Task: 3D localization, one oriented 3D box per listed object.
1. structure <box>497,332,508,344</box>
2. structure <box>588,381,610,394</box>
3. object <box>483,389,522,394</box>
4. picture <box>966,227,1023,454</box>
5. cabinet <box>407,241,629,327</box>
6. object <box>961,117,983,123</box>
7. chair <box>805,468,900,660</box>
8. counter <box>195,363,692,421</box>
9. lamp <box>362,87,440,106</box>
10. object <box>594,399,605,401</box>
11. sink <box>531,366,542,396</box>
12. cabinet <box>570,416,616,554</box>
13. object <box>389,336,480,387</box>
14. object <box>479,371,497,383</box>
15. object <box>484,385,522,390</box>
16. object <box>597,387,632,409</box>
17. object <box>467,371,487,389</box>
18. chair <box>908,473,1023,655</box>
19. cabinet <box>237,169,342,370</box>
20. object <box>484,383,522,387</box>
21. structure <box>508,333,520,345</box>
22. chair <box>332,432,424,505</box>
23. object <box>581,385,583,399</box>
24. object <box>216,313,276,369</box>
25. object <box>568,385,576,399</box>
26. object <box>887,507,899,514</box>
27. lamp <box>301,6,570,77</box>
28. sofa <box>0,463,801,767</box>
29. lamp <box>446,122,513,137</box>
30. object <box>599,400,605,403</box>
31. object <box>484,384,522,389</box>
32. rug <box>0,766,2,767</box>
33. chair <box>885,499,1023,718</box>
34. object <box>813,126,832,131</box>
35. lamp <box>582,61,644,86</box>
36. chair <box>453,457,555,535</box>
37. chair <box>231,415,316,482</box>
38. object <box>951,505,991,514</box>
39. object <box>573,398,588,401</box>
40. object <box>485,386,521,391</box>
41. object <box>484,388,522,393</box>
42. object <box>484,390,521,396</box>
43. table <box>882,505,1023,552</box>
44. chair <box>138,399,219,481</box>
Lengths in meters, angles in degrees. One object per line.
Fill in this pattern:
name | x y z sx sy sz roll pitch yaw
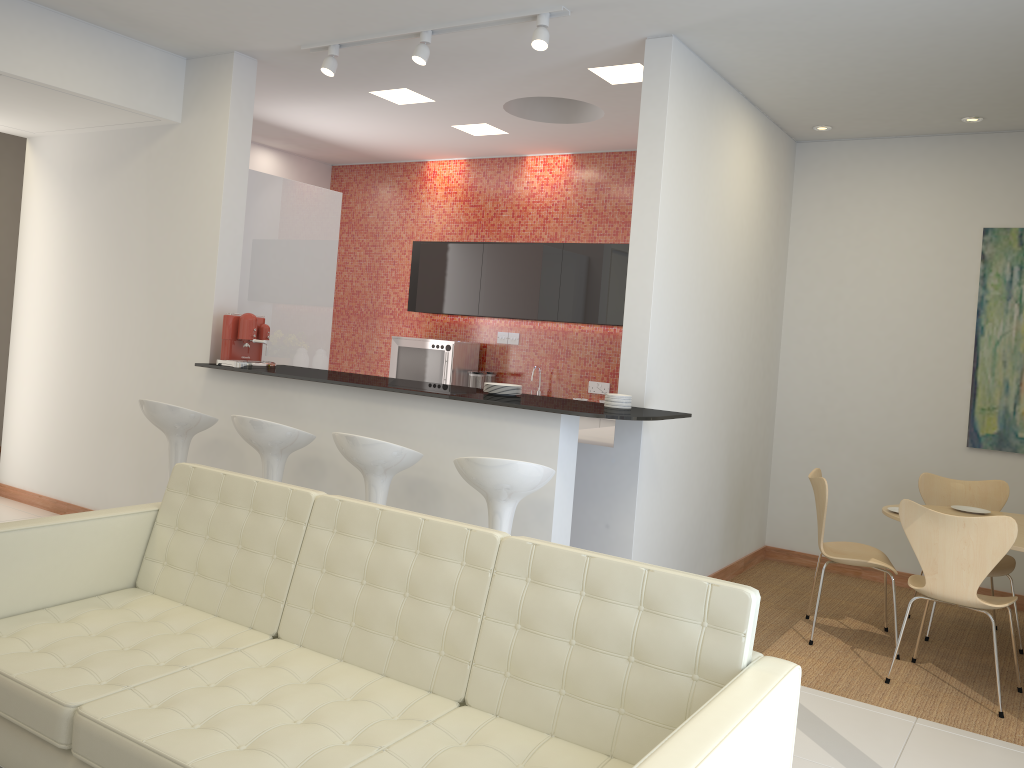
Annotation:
structure | -0.086 -0.423 8.117 0.114 0.104 0.013 6 0 32
structure | 0.743 0.034 7.566 0.198 0.099 0.016 6 1 32
object | -0.052 0.044 4.852 0.210 0.015 0.210 4 3 -14
picture | 3.897 -0.236 5.590 1.743 1.507 0.020 6 0 32
cabinet | 0.501 -0.856 7.571 3.250 0.659 0.351 6 1 32
object | 3.023 -1.736 5.816 0.129 0.010 0.129 4 3 -13
chair | 1.908 0.975 4.987 0.516 0.907 0.521 5 1 16
counter | -0.525 0.020 5.009 2.971 0.019 0.734 6 4 32
lamp | -0.791 -2.092 6.396 0.409 0.034 0.408 6 4 32
object | 0.777 0.132 7.297 0.233 0.009 0.008 3 2 -28
sink | 0.167 0.109 7.649 0.810 0.537 0.416 6 1 32
cabinet | -0.227 0.671 6.691 3.343 0.984 2.491 6 3 32
object | -0.731 -0.177 8.190 0.724 0.471 0.435 6 2 32
object | -0.227 -0.006 8.080 0.171 0.215 0.172 4 1 -39
object | -0.050 0.023 4.852 0.210 0.015 0.210 4 3 -14
object | 0.535 0.069 4.584 0.173 0.097 0.140 6 2 25
object | -0.317 -0.001 7.863 0.171 0.215 0.172 4 1 -39
chair | 2.683 1.024 5.226 0.522 0.907 0.515 5 1 12
cabinet | -2.359 -0.272 6.721 1.641 2.524 1.055 5 0 32
object | -0.049 0.009 4.852 0.210 0.015 0.210 4 3 -14
structure | 0.015 -0.412 8.056 0.114 0.104 0.008 6 0 32
chair | -0.684 0.743 4.346 0.458 1.021 0.463 5 0 43
object | 0.576 0.106 7.320 0.009 0.195 0.140 5 1 2
object | -1.589 -0.269 5.493 0.321 0.337 0.320 5 2 32
object | 0.514 0.103 7.305 0.011 0.178 0.164 5 1 -44
object | 2.205 0.715 4.932 0.210 0.015 0.211 2 4 -36
lamp | -0.508 -1.875 4.921 1.826 0.199 0.112 6 1 32
sofa | -0.598 0.884 2.600 2.571 0.922 0.999 6 2 32
lamp | -0.259 -2.094 7.237 0.409 0.034 0.408 6 4 32
object | 0.779 0.178 7.317 0.121 0.084 0.121 4 2 -3
object | -0.050 0.016 4.852 0.210 0.015 0.210 4 3 -14
rug | -1.343 1.339 1.655 3.336 0.004 2.439 7 4 34
chair | 2.174 1.033 4.301 0.522 0.907 0.514 5 1 40
object | 2.218 -1.828 6.329 0.129 0.010 0.129 4 3 -13
lamp | 0.698 -1.922 5.448 0.409 0.034 0.408 6 4 32
chair | -0.066 0.813 3.955 0.457 1.021 0.464 5 0 18
chair | -1.300 0.673 4.738 0.458 1.021 0.463 5 0 43
object | 2.685 0.740 5.183 0.210 0.015 0.211 2 4 -36
object | 0.559 0.163 7.263 0.120 0.084 0.121 3 2 -38
object | -0.051 0.030 4.852 0.210 0.015 0.210 4 3 -14
object | -0.051 0.037 4.852 0.210 0.015 0.210 4 3 -14
object | -0.053 0.051 4.851 0.210 0.015 0.210 4 3 -14
table | 3.061 1.180 4.494 2.267 0.729 1.278 6 3 33
chair | -1.968 0.597 5.163 0.458 1.021 0.463 5 0 43
